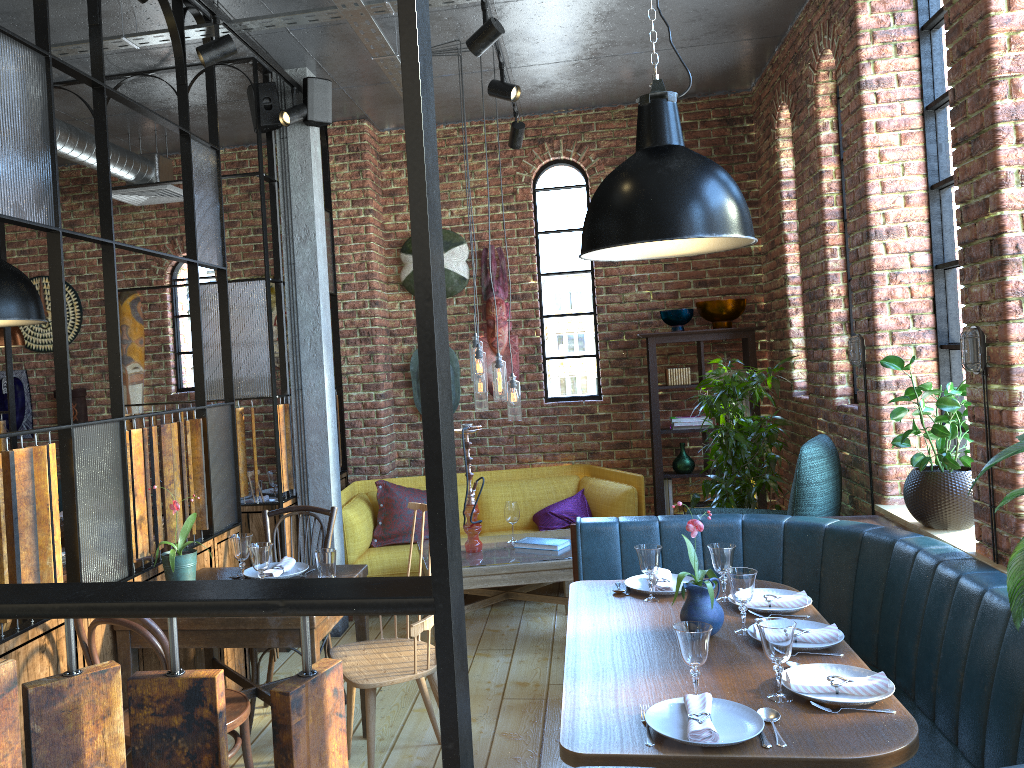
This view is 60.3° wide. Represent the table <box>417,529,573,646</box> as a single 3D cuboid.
[{"bbox_3d":[-0.024,1.165,4.914,0.926,0.508,0.758,-4,1,-7],"label":"table"}]

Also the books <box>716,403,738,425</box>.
[{"bbox_3d":[1.456,0.161,5.992,0.126,0.258,0.161,-3,0,7],"label":"books"}]

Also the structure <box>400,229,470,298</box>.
[{"bbox_3d":[-0.573,-0.879,6.470,0.539,0.521,0.145,-3,0,9],"label":"structure"}]

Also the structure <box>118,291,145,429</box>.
[{"bbox_3d":[-3.000,-0.192,6.908,0.235,1.120,0.092,-4,0,9],"label":"structure"}]

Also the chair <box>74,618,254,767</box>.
[{"bbox_3d":[-1.121,1.085,2.891,0.456,0.920,0.527,-3,0,29],"label":"chair"}]

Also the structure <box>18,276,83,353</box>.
[{"bbox_3d":[-3.746,-0.559,7.052,0.670,0.619,0.078,-3,0,8],"label":"structure"}]

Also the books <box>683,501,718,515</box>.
[{"bbox_3d":[1.324,0.858,5.983,0.308,0.088,0.240,-3,2,10],"label":"books"}]

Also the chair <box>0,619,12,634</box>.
[{"bbox_3d":[-1.966,1.133,3.028,0.533,0.915,0.397,-3,0,13],"label":"chair"}]

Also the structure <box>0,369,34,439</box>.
[{"bbox_3d":[-4.037,0.169,7.098,0.329,0.559,0.112,-3,0,9],"label":"structure"}]

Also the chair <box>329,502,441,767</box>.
[{"bbox_3d":[-0.462,0.992,3.402,0.437,1.005,0.552,-4,0,-21],"label":"chair"}]

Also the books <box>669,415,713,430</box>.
[{"bbox_3d":[1.222,0.264,6.015,0.273,0.080,0.176,-3,1,8],"label":"books"}]

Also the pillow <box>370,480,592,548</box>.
[{"bbox_3d":[-0.214,0.817,5.932,1.490,0.453,0.402,-4,1,-3],"label":"pillow"}]

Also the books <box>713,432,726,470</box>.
[{"bbox_3d":[1.429,0.457,5.988,0.086,0.273,0.170,-4,0,6],"label":"books"}]

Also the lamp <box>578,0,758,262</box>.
[{"bbox_3d":[0.432,-1.071,2.701,0.549,1.326,0.510,-3,0,25],"label":"lamp"}]

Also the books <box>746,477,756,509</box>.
[{"bbox_3d":[1.592,0.750,5.966,0.085,0.272,0.187,-4,0,6],"label":"books"}]

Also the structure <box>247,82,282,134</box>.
[{"bbox_3d":[-1.432,-1.594,5.096,0.179,0.268,0.170,-4,0,-20],"label":"structure"}]

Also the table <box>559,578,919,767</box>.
[{"bbox_3d":[0.598,1.117,2.681,0.834,0.661,1.520,-3,1,6],"label":"table"}]

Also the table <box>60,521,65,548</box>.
[{"bbox_3d":[-3.451,1.294,6.069,0.754,0.603,0.734,-3,1,7],"label":"table"}]

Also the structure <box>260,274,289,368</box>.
[{"bbox_3d":[-1.826,-0.476,6.699,0.598,0.726,0.125,-3,0,9],"label":"structure"}]

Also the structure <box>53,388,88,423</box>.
[{"bbox_3d":[-3.490,0.367,6.992,0.264,0.655,0.158,-4,0,9],"label":"structure"}]

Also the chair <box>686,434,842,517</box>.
[{"bbox_3d":[1.099,0.815,4.405,1.075,1.097,0.774,-3,1,32],"label":"chair"}]

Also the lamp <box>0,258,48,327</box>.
[{"bbox_3d":[-2.444,-0.933,4.019,0.546,1.326,0.512,-3,0,20],"label":"lamp"}]

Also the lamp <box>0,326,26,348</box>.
[{"bbox_3d":[-3.603,-0.919,6.094,0.369,1.335,0.368,-4,0,0],"label":"lamp"}]

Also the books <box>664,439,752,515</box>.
[{"bbox_3d":[1.325,0.615,6.006,0.595,0.575,0.188,-3,0,8],"label":"books"}]

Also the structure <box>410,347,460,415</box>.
[{"bbox_3d":[-0.564,0.004,6.474,0.373,0.639,0.102,-3,0,11],"label":"structure"}]

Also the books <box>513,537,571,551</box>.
[{"bbox_3d":[0.166,0.885,4.889,0.284,0.028,0.154,-2,2,32],"label":"books"}]

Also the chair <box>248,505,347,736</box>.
[{"bbox_3d":[-0.986,1.044,3.964,0.407,0.915,0.519,-4,0,1],"label":"chair"}]

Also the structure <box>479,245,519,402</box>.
[{"bbox_3d":[-0.105,-0.435,6.444,0.216,1.146,0.237,-4,0,-37],"label":"structure"}]

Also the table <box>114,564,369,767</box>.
[{"bbox_3d":[-0.994,1.159,3.433,0.761,0.727,0.740,-3,1,7],"label":"table"}]

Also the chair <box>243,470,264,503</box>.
[{"bbox_3d":[-1.607,1.007,5.269,0.532,1.005,0.454,-4,0,-6],"label":"chair"}]

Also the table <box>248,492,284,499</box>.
[{"bbox_3d":[-1.622,1.126,5.839,0.761,0.727,0.740,-3,1,7],"label":"table"}]

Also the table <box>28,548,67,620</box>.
[{"bbox_3d":[-2.305,1.222,4.030,0.738,0.727,1.017,-3,1,7],"label":"table"}]

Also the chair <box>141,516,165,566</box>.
[{"bbox_3d":[-1.868,1.092,4.183,0.516,0.915,0.409,-4,0,-7],"label":"chair"}]

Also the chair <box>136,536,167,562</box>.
[{"bbox_3d":[-1.718,1.098,3.696,0.570,0.920,0.422,-3,0,25],"label":"chair"}]

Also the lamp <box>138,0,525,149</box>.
[{"bbox_3d":[-3.246,-1.387,3.298,6.353,0.274,7.132,-3,2,7],"label":"lamp"}]

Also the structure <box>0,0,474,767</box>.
[{"bbox_3d":[-3.590,0.031,3.082,5.960,3.325,5.923,-4,1,-9],"label":"structure"}]

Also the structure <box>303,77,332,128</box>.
[{"bbox_3d":[-1.130,-1.610,5.040,0.158,0.268,0.193,-4,1,-42],"label":"structure"}]

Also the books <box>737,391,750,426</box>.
[{"bbox_3d":[1.557,0.156,5.965,0.081,0.258,0.175,-4,0,6],"label":"books"}]
